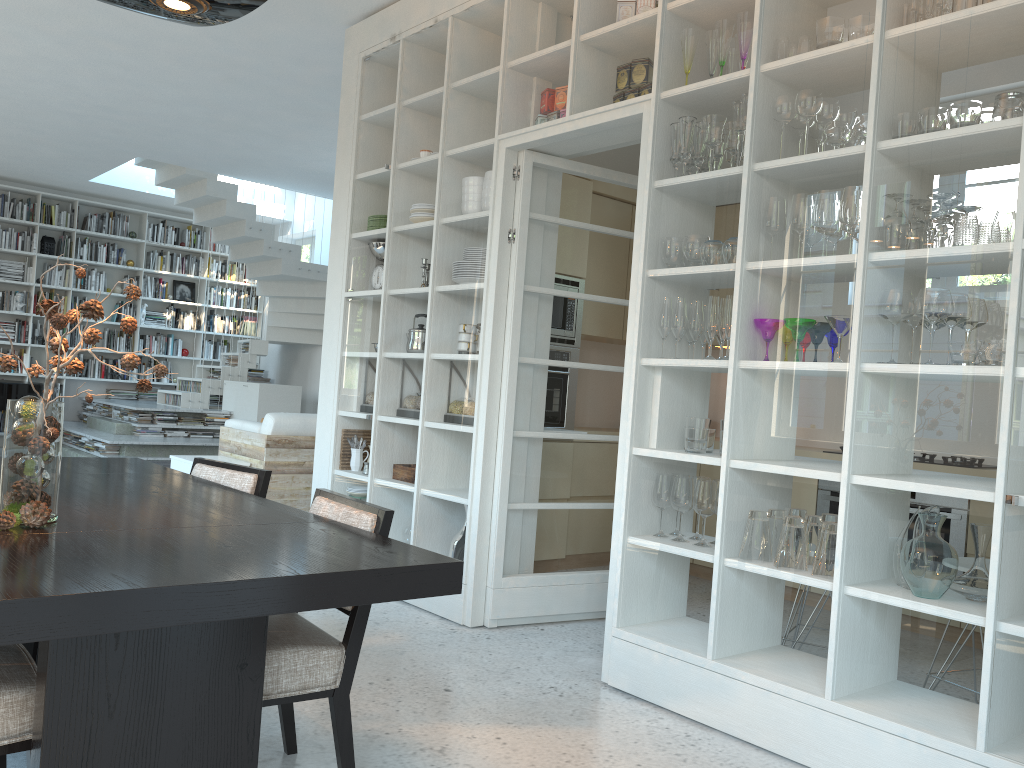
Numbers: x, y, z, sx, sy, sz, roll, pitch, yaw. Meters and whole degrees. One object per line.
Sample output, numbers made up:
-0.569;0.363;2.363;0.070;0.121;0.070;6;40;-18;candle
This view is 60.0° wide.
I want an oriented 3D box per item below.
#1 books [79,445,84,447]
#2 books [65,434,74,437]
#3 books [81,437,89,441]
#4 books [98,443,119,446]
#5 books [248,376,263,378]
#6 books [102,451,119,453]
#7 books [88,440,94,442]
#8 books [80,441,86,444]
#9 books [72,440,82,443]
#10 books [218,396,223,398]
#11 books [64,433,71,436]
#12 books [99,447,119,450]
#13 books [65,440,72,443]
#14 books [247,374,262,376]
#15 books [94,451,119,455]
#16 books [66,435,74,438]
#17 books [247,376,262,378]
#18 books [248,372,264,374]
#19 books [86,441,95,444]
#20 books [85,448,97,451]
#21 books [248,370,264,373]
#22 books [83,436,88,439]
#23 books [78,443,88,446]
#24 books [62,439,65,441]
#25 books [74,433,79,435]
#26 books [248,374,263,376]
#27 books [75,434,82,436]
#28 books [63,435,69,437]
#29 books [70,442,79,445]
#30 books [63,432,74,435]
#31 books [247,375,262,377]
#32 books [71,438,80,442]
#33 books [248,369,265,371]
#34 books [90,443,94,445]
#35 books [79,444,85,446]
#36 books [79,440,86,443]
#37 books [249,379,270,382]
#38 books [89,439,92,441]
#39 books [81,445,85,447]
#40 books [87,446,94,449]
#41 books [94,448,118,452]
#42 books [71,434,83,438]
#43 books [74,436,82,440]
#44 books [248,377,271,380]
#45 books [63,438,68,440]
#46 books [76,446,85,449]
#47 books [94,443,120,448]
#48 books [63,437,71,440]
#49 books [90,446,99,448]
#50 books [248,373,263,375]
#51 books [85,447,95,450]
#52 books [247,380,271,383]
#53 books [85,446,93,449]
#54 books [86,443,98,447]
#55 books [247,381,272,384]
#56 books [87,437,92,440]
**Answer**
-4.564;0.677;9.606;0.171;0.005;0.297;5;-1;-41;books
-4.953;0.586;10.077;0.169;0.009;0.241;5;-1;-40;books
-4.552;0.599;9.611;0.222;0.028;0.141;4;-1;45;books
-4.169;0.615;9.142;0.165;0.015;0.243;5;-1;-36;books
-3.600;-0.103;12.362;0.193;0.008;0.160;5;-1;-40;books
-4.156;0.694;9.158;0.132;0.014;0.205;5;-1;-40;books
-4.363;0.605;9.376;0.175;0.006;0.251;5;-1;-40;books
-4.564;0.632;9.603;0.171;0.007;0.260;5;-1;-37;books
-4.763;0.639;9.836;0.177;0.011;0.220;5;-1;-38;books
-3.995;0.194;12.629;0.368;0.007;0.205;5;-1;-32;books
-4.959;0.574;10.072;0.235;0.014;0.165;4;-1;45;books
-4.157;0.660;9.155;0.137;0.019;0.224;5;-1;-39;books
-4.963;0.656;10.073;0.161;0.008;0.254;5;-1;-35;books
-3.603;-0.122;12.368;0.227;0.009;0.144;5;-1;-40;books
-4.180;0.708;9.139;0.184;0.017;0.230;5;-1;-38;books
-4.951;0.595;10.080;0.155;0.009;0.297;5;-1;-39;books
-3.601;-0.096;12.363;0.137;0.006;0.233;4;-1;45;books
-3.596;-0.158;12.362;0.235;0.014;0.155;5;-1;-39;books
-4.371;0.622;9.371;0.281;0.013;0.168;4;-1;45;books
-4.383;0.696;9.366;0.191;0.016;0.208;5;-1;-35;books
-3.602;-0.178;12.371;0.232;0.025;0.123;5;-1;-43;books
-4.552;0.578;9.610;0.139;0.013;0.288;5;-1;-35;books
-4.570;0.651;9.599;0.189;0.013;0.215;5;-1;-42;books
-5.158;0.650;10.315;0.157;0.014;0.180;5;-1;-43;books
-4.749;0.559;9.843;0.160;0.008;0.239;5;-1;-39;books
-3.604;-0.132;12.370;0.121;0.011;0.215;4;-1;45;books
-4.746;0.567;9.845;0.157;0.007;0.268;5;-1;-40;books
-5.157;0.597;10.312;0.159;0.011;0.246;5;-1;-44;books
-4.771;0.657;9.830;0.189;0.009;0.290;5;-1;-37;books
-4.960;0.561;10.070;0.179;0.012;0.249;5;-1;-43;books
-3.606;-0.113;12.371;0.182;0.011;0.131;5;-1;-42;books
-4.760;0.621;9.837;0.243;0.025;0.160;4;-1;45;books
-3.592;-0.195;12.361;0.229;0.011;0.159;5;-1;-41;books
-4.363;0.638;9.378;0.150;0.004;0.290;5;-1;-36;books
-4.566;0.662;9.603;0.180;0.008;0.267;5;-1;-41;books
-4.565;0.620;9.602;0.180;0.017;0.182;5;-1;-43;books
-3.477;-0.049;12.206;0.234;0.025;0.157;5;-1;-44;books
-4.369;0.588;9.370;0.178;0.010;0.195;5;-1;-35;books
-4.562;0.670;9.607;0.159;0.009;0.275;5;-1;-37;books
-4.366;0.671;9.378;0.170;0.006;0.268;5;-1;-40;books
-4.182;0.676;9.135;0.187;0.017;0.205;5;-1;-35;books
-4.758;0.576;9.836;0.170;0.014;0.280;5;-1;-43;books
-4.750;0.601;9.845;0.142;0.017;0.239;5;-1;-44;books
-3.479;-0.074;12.210;0.267;0.026;0.161;5;-1;-35;books
-5.159;0.628;10.312;0.159;0.012;0.292;5;-1;-43;books
-4.577;0.689;9.596;0.193;0.005;0.224;5;-1;-44;books
-4.170;0.636;9.143;0.287;0.027;0.157;4;-1;45;books
-4.962;0.618;10.072;0.182;0.013;0.287;5;-1;-39;books
-4.359;0.662;9.383;0.154;0.014;0.196;5;-1;-40;books
-3.600;-0.144;12.366;0.206;0.014;0.150;5;-1;-40;books
-4.374;0.684;9.373;0.178;0.009;0.276;5;-1;-42;books
-3.486;-0.031;12.215;0.278;0.012;0.177;5;-1;-36;books
-4.378;0.677;9.368;0.191;0.006;0.275;5;-1;-38;books
-4.374;0.647;9.370;0.191;0.015;0.246;5;-1;-39;books
-3.474;-0.021;12.200;0.295;0.006;0.146;5;-1;-42;books
-4.369;0.575;9.370;0.182;0.016;0.256;5;-1;-37;books
